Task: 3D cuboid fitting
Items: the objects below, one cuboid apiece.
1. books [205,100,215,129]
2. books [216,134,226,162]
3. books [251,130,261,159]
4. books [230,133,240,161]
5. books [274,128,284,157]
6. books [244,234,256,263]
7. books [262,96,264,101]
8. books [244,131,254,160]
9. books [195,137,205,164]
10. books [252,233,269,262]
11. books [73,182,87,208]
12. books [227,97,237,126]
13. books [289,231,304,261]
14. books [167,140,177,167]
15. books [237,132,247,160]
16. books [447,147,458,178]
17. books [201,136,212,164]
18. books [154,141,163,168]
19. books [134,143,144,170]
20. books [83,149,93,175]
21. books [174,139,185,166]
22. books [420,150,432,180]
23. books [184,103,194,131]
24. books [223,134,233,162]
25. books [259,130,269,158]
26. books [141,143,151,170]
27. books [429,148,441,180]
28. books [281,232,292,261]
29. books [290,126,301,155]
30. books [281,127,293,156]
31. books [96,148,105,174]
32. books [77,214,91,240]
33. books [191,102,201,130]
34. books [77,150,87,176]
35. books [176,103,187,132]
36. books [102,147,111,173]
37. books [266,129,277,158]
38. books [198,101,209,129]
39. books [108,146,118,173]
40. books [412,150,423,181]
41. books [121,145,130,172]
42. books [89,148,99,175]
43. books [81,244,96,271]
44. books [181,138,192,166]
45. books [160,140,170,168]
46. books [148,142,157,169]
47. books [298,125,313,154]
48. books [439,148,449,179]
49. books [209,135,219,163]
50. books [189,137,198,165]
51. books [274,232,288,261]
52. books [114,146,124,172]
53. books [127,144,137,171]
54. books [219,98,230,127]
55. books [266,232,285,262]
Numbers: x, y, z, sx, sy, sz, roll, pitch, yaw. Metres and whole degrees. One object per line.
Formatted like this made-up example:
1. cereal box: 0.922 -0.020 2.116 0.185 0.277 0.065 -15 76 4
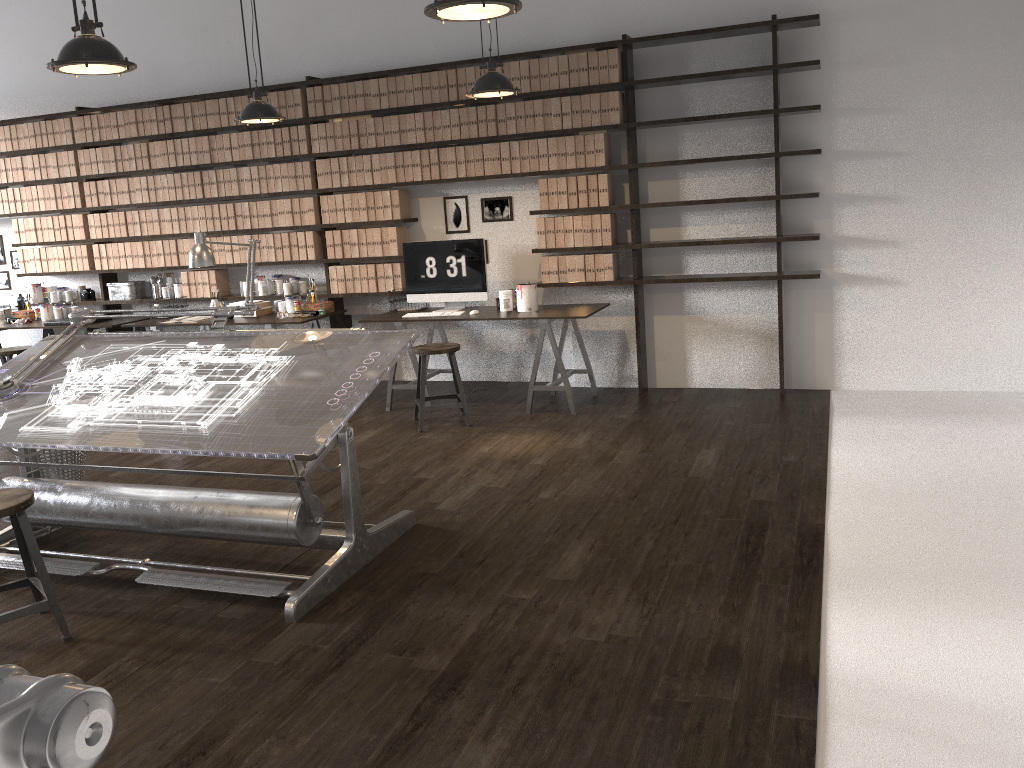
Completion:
1. books: -2.402 -2.190 7.214 0.066 0.224 0.176 -1 10 20
2. books: -2.325 -1.919 7.235 0.066 0.224 0.176 -1 10 20
3. books: -2.006 -1.916 7.118 0.066 0.224 0.176 -1 10 20
4. books: -2.191 -1.917 7.184 0.066 0.224 0.176 -1 10 20
5. books: -1.806 -1.915 7.044 0.066 0.224 0.176 -1 10 20
6. books: -2.114 -1.118 7.296 0.067 0.224 0.176 -1 10 20
7. books: -1.943 -2.186 7.043 0.066 0.224 0.176 -1 10 20
8. books: -2.071 -1.915 7.136 0.067 0.224 0.176 -1 10 20
9. books: -2.518 -1.920 7.307 0.066 0.224 0.176 -1 10 20
10. books: -2.049 -1.119 7.278 0.066 0.224 0.176 -1 10 20
11. books: -3.772 -1.669 7.821 0.066 0.224 0.176 -1 10 20
12. books: -2.207 -2.188 7.141 0.066 0.224 0.176 -1 10 20
13. books: -1.709 -1.116 7.153 0.066 0.224 0.176 -1 10 20
14. books: -2.784 -1.921 7.401 0.066 0.224 0.176 -1 10 20
15. books: -2.132 -1.917 7.163 0.066 0.224 0.176 -1 10 20
16. books: -0.412 -1.639 6.567 0.066 0.224 0.176 -1 10 20
17. books: -2.457 -1.919 7.279 0.067 0.224 0.176 -1 10 20
18. books: -2.910 -1.923 7.452 0.066 0.224 0.176 -1 10 20
19. books: -3.110 -1.925 7.529 0.066 0.224 0.176 -1 10 20
20. books: -3.629 -1.929 7.720 0.066 0.224 0.176 -1 10 20
21. books: -2.715 -1.921 7.378 0.066 0.224 0.176 -1 10 20
22. books: -0.611 -1.642 6.648 0.066 0.224 0.176 -1 10 20
23. books: -2.603 -2.192 7.288 0.066 0.224 0.176 -1 10 20
24. books: -2.260 -1.917 7.207 0.067 0.224 0.176 -1 10 20
25. books: -1.939 -1.916 7.093 0.066 0.224 0.176 -1 10 20
26. books: -3.042 -1.924 7.497 0.067 0.224 0.176 -1 10 20
27. books: -0.543 -1.640 6.617 0.067 0.224 0.176 -1 10 20
28. books: -1.781 -1.116 7.173 0.067 0.224 0.176 -1 10 20
29. books: -1.666 -1.913 6.992 0.066 0.224 0.176 -1 10 20
30. books: -1.738 -1.913 7.013 0.067 0.224 0.176 -1 10 20
31. books: -3.496 -1.928 7.668 0.066 0.224 0.176 -1 10 20
32. books: -3.753 -1.396 7.856 0.067 0.224 0.176 -1 10 20
33. books: -2.536 -2.192 7.267 0.066 0.224 0.176 -1 10 20
34. books: -3.694 -1.930 7.746 0.066 0.224 0.176 -1 10 20
35. books: -2.672 -2.191 7.310 0.066 0.224 0.176 -1 10 20
36. books: -3.436 -1.928 7.648 0.066 0.224 0.176 -1 10 20
37. books: -1.874 -1.914 7.065 0.066 0.224 0.176 -1 10 20
38. books: -2.472 -2.191 7.241 0.066 0.224 0.176 -1 10 20
39. books: -3.375 -1.926 7.620 0.067 0.224 0.176 -1 10 20
40. books: -0.679 -1.641 6.669 0.066 0.224 0.176 -1 10 20
41. books: -3.244 -1.926 7.578 0.066 0.224 0.176 -1 10 20
42. books: -3.564 -1.928 7.692 0.067 0.224 0.176 -1 10 20
43. books: -3.738 -1.132 7.900 0.067 0.224 0.176 -1 10 20
44. books: -2.646 -1.921 7.351 0.067 0.224 0.176 -1 10 20
45. books: -2.852 -1.922 7.426 0.067 0.224 0.176 -1 10 20
46. books: -2.971 -1.924 7.477 0.066 0.224 0.176 -1 10 20
47. books: -1.596 -1.912 6.964 0.066 0.224 0.176 -1 10 20
48. books: -0.471 -1.641 6.596 0.066 0.224 0.176 -1 10 20
49. books: -2.389 -1.920 7.261 0.066 0.224 0.176 -1 10 20
50. books: -2.578 -1.920 7.327 0.066 0.224 0.176 -1 10 20
51. books: -1.849 -1.117 7.204 0.066 0.224 0.176 -1 10 20
52. books: -3.310 -1.927 7.602 0.066 0.224 0.176 -1 10 20
53. books: -3.179 -1.925 7.549 0.066 0.224 0.176 -1 10 20
54. books: -2.276 -2.188 7.163 0.066 0.224 0.176 -1 10 20
55. books: -1.917 -1.117 7.225 0.066 0.224 0.176 -1 10 20
